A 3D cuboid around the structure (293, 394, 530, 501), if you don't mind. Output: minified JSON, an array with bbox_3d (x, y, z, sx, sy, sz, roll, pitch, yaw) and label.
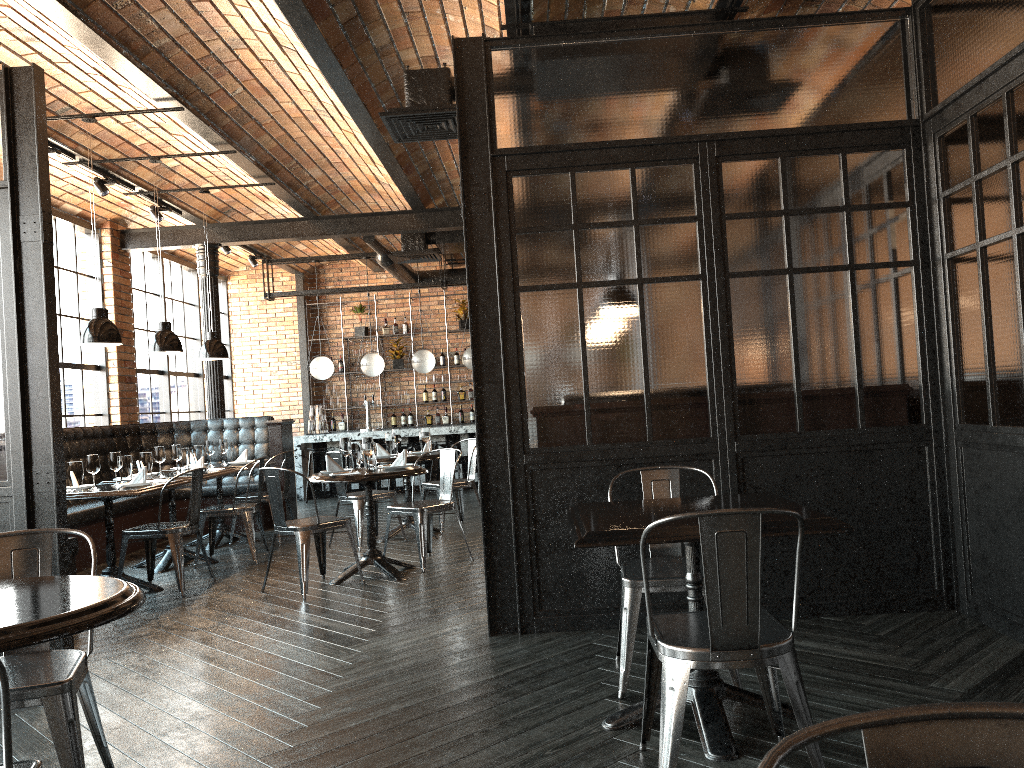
[{"bbox_3d":[-0.340,0.768,13.239,5.346,1.430,1.930,-4,-1,2],"label":"structure"}]

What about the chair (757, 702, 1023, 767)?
[{"bbox_3d":[0.450,0.740,0.603,0.504,0.857,0.558,-4,-1,2],"label":"chair"}]

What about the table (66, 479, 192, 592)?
[{"bbox_3d":[-2.874,1.118,6.344,0.872,0.758,0.872,-4,-1,2],"label":"table"}]

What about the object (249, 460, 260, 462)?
[{"bbox_3d":[-2.603,0.765,8.817,0.255,0.019,0.157,-4,-1,2],"label":"object"}]

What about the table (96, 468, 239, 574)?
[{"bbox_3d":[-2.840,1.139,7.434,0.872,0.758,0.872,-4,-1,2],"label":"table"}]

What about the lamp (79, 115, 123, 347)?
[{"bbox_3d":[-3.002,-1.105,6.388,0.291,1.653,0.291,-3,-1,-23],"label":"lamp"}]

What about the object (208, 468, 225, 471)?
[{"bbox_3d":[-2.637,0.744,7.706,0.255,0.019,0.157,-4,-1,2],"label":"object"}]

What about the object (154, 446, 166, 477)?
[{"bbox_3d":[-2.897,0.637,7.298,0.092,0.244,0.092,-5,-2,41],"label":"object"}]

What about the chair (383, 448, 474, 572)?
[{"bbox_3d":[-0.656,0.938,6.755,0.504,0.857,0.558,-5,-2,42],"label":"chair"}]

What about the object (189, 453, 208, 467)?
[{"bbox_3d":[-3.069,0.734,8.580,0.232,0.139,0.232,-3,-1,-4],"label":"object"}]

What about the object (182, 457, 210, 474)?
[{"bbox_3d":[-2.660,0.684,7.450,0.232,0.139,0.232,-4,-1,-1],"label":"object"}]

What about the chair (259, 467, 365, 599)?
[{"bbox_3d":[-1.394,0.969,6.055,0.504,0.857,0.558,-5,-2,42],"label":"chair"}]

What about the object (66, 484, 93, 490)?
[{"bbox_3d":[-3.136,0.692,6.378,0.232,0.139,0.232,-3,-1,-4],"label":"object"}]

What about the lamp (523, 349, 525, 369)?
[{"bbox_3d":[0.154,-1.095,12.645,0.340,1.754,0.340,-2,-2,-42],"label":"lamp"}]

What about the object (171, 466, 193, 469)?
[{"bbox_3d":[-3.071,0.784,8.356,0.255,0.019,0.157,-4,-1,2],"label":"object"}]

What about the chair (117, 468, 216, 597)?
[{"bbox_3d":[-2.471,1.043,6.333,0.558,0.857,0.504,-4,-1,7],"label":"chair"}]

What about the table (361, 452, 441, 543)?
[{"bbox_3d":[-0.964,1.039,8.237,0.866,0.758,0.866,-3,-1,-35],"label":"table"}]

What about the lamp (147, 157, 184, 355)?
[{"bbox_3d":[-2.968,-1.084,7.490,0.291,1.653,0.291,-4,-1,27],"label":"lamp"}]

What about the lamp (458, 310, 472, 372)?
[{"bbox_3d":[-0.577,-1.049,12.666,0.340,1.754,0.340,-2,-2,-42],"label":"lamp"}]

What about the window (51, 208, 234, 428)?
[{"bbox_3d":[-4.862,-0.258,6.288,0.168,3.253,16.179,-4,-1,2],"label":"window"}]

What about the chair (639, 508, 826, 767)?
[{"bbox_3d":[0.630,0.772,2.682,0.504,0.857,0.558,-4,-1,2],"label":"chair"}]

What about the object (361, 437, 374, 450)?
[{"bbox_3d":[-1.013,0.498,6.255,0.092,0.244,0.092,-4,-1,-1],"label":"object"}]

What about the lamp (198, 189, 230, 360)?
[{"bbox_3d":[-2.934,-1.063,8.592,0.291,1.653,0.291,-2,-2,-43],"label":"lamp"}]

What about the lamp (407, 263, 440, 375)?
[{"bbox_3d":[-1.308,-1.003,12.688,0.340,1.754,0.340,-2,-2,-42],"label":"lamp"}]

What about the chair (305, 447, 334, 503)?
[{"bbox_3d":[-2.602,1.233,12.191,0.475,0.737,0.414,-3,-1,-8],"label":"chair"}]

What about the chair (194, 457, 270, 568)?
[{"bbox_3d":[-2.343,1.058,7.448,0.558,0.857,0.504,-4,-1,-3],"label":"chair"}]

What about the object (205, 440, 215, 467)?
[{"bbox_3d":[-2.863,0.659,8.410,0.092,0.244,0.092,-3,-2,-38],"label":"object"}]

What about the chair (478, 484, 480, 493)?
[{"bbox_3d":[-0.252,1.085,12.122,0.475,0.737,0.414,-4,-1,-3],"label":"chair"}]

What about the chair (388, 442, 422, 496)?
[{"bbox_3d":[-1.471,1.162,12.157,0.475,0.737,0.414,-4,-1,-3],"label":"chair"}]

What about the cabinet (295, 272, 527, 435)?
[{"bbox_3d":[-1.736,-0.235,14.441,7.075,3.779,0.564,-4,-1,2],"label":"cabinet"}]

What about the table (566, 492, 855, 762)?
[{"bbox_3d":[0.664,0.831,3.192,0.872,0.758,0.872,-4,-1,2],"label":"table"}]

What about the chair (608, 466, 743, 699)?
[{"bbox_3d":[0.659,0.792,3.714,0.504,0.857,0.558,-4,-1,7],"label":"chair"}]

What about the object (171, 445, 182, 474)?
[{"bbox_3d":[-2.856,0.640,7.558,0.092,0.244,0.092,-3,-2,-38],"label":"object"}]

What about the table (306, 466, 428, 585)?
[{"bbox_3d":[-1.020,1.004,6.402,0.866,0.758,0.866,-3,-1,-35],"label":"table"}]

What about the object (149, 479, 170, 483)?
[{"bbox_3d":[-2.671,0.723,6.615,0.255,0.019,0.157,-4,-1,2],"label":"object"}]

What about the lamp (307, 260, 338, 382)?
[{"bbox_3d":[-2.771,-0.910,12.731,0.340,1.754,0.340,-2,-2,-42],"label":"lamp"}]

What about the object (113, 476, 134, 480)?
[{"bbox_3d":[-3.105,0.763,7.245,0.255,0.019,0.157,-4,-1,2],"label":"object"}]

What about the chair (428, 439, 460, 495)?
[{"bbox_3d":[-0.891,1.125,12.140,0.475,0.737,0.414,-4,-1,12],"label":"chair"}]

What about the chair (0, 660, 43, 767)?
[{"bbox_3d":[-1.173,0.864,1.701,0.504,0.857,0.558,-3,-1,-13],"label":"chair"}]

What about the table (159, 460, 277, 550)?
[{"bbox_3d":[-2.806,1.160,8.536,0.872,0.758,0.872,-4,-1,2],"label":"table"}]

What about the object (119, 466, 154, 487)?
[{"bbox_3d":[-2.693,0.664,6.359,0.232,0.139,0.232,-4,-1,-1],"label":"object"}]

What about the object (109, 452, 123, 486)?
[{"bbox_3d":[-2.889,0.620,6.467,0.092,0.244,0.092,-5,-2,41],"label":"object"}]

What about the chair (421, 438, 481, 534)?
[{"bbox_3d":[-0.580,0.972,8.591,0.558,0.857,0.504,-3,-1,-33],"label":"chair"}]

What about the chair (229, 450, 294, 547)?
[{"bbox_3d":[-2.369,1.081,8.493,0.558,0.857,0.504,-4,-1,7],"label":"chair"}]

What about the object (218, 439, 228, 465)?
[{"bbox_3d":[-2.822,0.662,8.670,0.092,0.244,0.092,-3,-2,-38],"label":"object"}]

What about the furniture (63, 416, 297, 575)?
[{"bbox_3d":[-3.525,0.955,7.460,1.979,1.212,5.451,-4,-1,2],"label":"furniture"}]

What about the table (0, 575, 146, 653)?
[{"bbox_3d":[-1.368,0.938,2.226,0.866,0.758,0.866,-3,-1,-10],"label":"table"}]

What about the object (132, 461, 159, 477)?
[{"bbox_3d":[-3.103,0.713,7.469,0.232,0.139,0.232,-3,-1,-4],"label":"object"}]

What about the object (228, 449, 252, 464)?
[{"bbox_3d":[-2.626,0.706,8.562,0.232,0.139,0.232,-4,-1,-1],"label":"object"}]

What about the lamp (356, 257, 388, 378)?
[{"bbox_3d":[-2.039,-0.956,12.709,0.340,1.754,0.340,-2,-2,-42],"label":"lamp"}]

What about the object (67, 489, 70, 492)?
[{"bbox_3d":[-3.139,0.742,6.154,0.255,0.019,0.157,-4,-1,2],"label":"object"}]

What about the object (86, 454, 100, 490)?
[{"bbox_3d":[-2.930,0.617,6.207,0.092,0.244,0.092,-5,-2,41],"label":"object"}]

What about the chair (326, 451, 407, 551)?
[{"bbox_3d":[-1.323,1.003,7.889,0.558,0.857,0.504,-2,-2,-43],"label":"chair"}]

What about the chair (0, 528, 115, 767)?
[{"bbox_3d":[-1.534,0.909,2.726,0.504,0.857,0.558,-3,-1,-18],"label":"chair"}]

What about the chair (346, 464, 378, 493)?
[{"bbox_3d":[-2.033,1.197,12.174,0.475,0.737,0.414,-4,-1,7],"label":"chair"}]
